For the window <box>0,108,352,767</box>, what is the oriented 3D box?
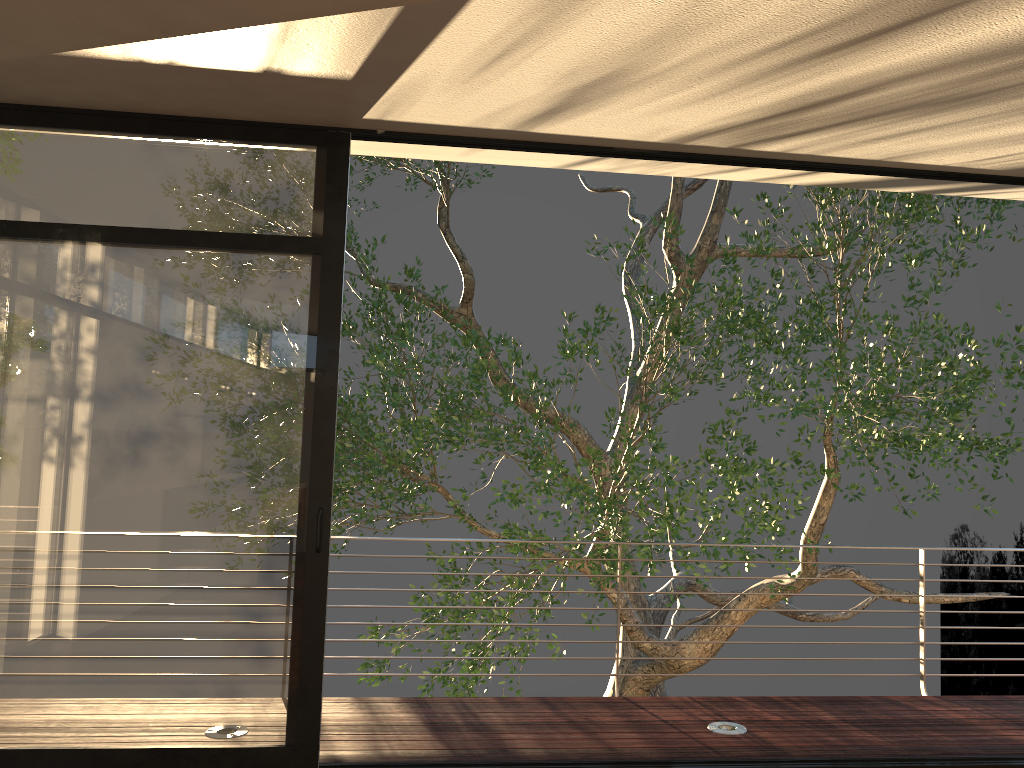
[{"bbox_3d":[2.627,0.128,0.522,10.401,2.517,6.778,2,-4,-6],"label":"window"}]
